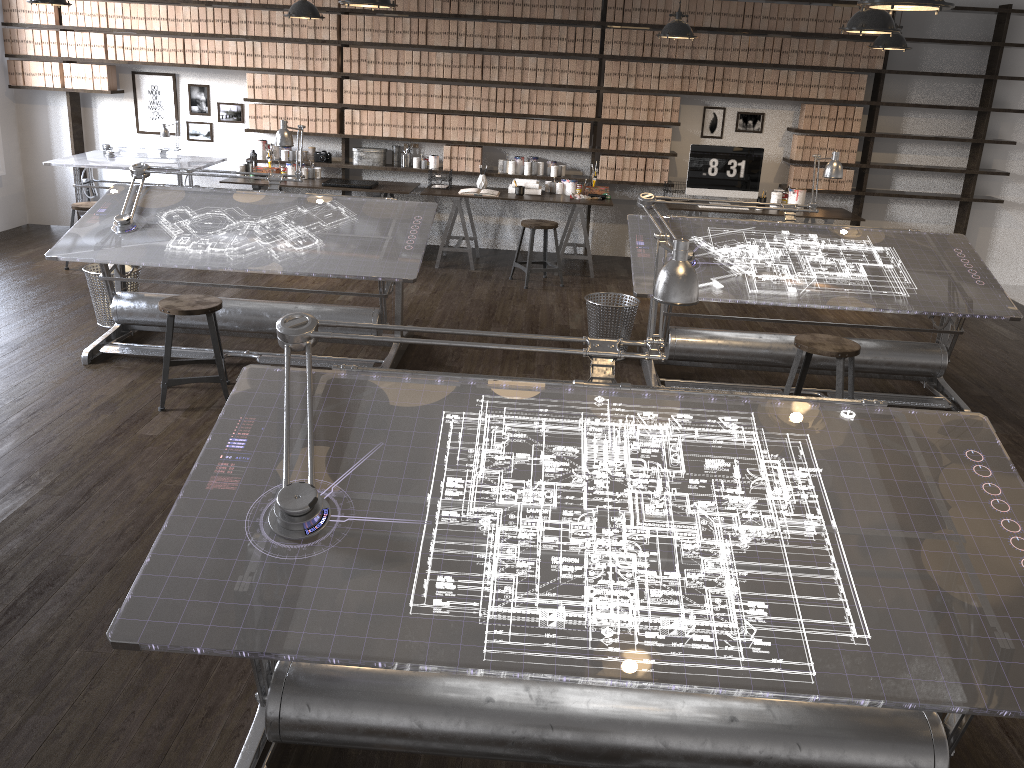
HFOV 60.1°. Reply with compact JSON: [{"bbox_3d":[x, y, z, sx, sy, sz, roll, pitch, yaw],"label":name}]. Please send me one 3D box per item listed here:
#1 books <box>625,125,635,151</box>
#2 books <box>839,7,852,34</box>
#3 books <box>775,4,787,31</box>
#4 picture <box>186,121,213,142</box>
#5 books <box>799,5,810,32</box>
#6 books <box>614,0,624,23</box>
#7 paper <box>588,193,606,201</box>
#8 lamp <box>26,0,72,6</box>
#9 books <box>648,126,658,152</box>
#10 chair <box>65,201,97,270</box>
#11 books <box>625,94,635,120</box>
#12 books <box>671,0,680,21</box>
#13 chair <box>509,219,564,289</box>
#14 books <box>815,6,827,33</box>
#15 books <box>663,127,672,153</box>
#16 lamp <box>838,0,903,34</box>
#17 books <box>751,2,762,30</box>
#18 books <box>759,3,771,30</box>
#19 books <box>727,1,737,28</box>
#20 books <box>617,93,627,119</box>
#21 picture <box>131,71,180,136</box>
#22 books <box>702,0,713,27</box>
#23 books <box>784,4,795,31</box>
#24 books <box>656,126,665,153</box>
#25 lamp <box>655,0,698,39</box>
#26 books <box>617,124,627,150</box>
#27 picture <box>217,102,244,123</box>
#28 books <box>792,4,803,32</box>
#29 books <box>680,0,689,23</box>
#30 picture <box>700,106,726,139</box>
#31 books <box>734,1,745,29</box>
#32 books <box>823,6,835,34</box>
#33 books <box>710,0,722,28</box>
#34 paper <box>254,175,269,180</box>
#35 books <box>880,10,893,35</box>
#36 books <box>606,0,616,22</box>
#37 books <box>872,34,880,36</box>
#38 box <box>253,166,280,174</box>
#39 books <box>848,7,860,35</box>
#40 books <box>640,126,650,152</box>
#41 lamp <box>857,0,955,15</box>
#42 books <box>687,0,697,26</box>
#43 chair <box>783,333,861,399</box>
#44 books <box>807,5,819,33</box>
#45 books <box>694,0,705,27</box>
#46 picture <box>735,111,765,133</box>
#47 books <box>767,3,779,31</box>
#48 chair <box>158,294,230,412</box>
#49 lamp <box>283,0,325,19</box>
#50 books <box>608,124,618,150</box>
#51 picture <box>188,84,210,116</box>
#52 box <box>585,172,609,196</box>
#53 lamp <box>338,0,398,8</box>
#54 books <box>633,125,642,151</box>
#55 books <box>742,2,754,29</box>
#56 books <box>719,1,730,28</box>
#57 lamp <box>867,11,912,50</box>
[{"bbox_3d":[1.075,-2.255,8.121,0.067,0.222,0.177,4,18,2],"label":"books"},{"bbox_3d":[2.892,-3.168,7.736,0.067,0.222,0.177,4,18,2],"label":"books"},{"bbox_3d":[2.342,-3.207,7.760,0.067,0.222,0.177,4,18,2],"label":"books"},{"bbox_3d":[-2.987,-2.415,8.473,0.251,0.181,0.023,4,17,2],"label":"picture"},{"bbox_3d":[2.538,-3.193,7.751,0.067,0.222,0.177,4,18,2],"label":"books"},{"bbox_3d":[0.943,-3.299,7.804,0.067,0.222,0.177,4,18,2],"label":"books"},{"bbox_3d":[0.745,-1.664,7.871,0.155,0.037,0.139,9,20,16],"label":"paper"},{"bbox_3d":[-3.444,-3.932,6.378,0.311,2.219,0.317,-3,18,-18],"label":"lamp"},{"bbox_3d":[1.284,-2.240,8.112,0.067,0.222,0.177,4,18,2],"label":"books"},{"bbox_3d":[-3.378,-1.195,7.191,0.372,0.520,0.363,6,18,10],"label":"chair"},{"bbox_3d":[1.065,-2.515,8.042,0.067,0.222,0.177,4,18,2],"label":"books"},{"bbox_3d":[1.427,-3.267,7.789,0.067,0.222,0.177,4,18,2],"label":"books"},{"bbox_3d":[0.217,-1.101,7.471,0.372,0.520,0.363,-5,20,-23],"label":"chair"},{"bbox_3d":[2.681,-3.184,7.748,0.067,0.222,0.177,4,18,2],"label":"books"},{"bbox_3d":[1.413,-2.233,8.110,0.067,0.222,0.177,4,18,2],"label":"books"},{"bbox_3d":[1.900,-2.868,4.229,0.312,2.219,0.316,12,19,25],"label":"lamp"},{"bbox_3d":[2.130,-3.221,7.768,0.067,0.222,0.177,4,18,2],"label":"books"},{"bbox_3d":[2.200,-3.215,7.761,0.067,0.222,0.177,4,18,2],"label":"books"},{"bbox_3d":[1.916,-3.235,7.773,0.067,0.222,0.177,4,18,2],"label":"books"},{"bbox_3d":[0.992,-2.519,8.043,0.067,0.222,0.177,4,18,2],"label":"books"},{"bbox_3d":[-3.381,-2.661,8.408,0.415,0.566,0.040,4,17,2],"label":"picture"},{"bbox_3d":[1.708,-3.248,7.779,0.067,0.222,0.177,4,18,2],"label":"books"},{"bbox_3d":[2.409,-3.201,7.752,0.067,0.222,0.177,4,18,2],"label":"books"},{"bbox_3d":[1.351,-2.238,8.114,0.067,0.222,0.177,4,18,2],"label":"books"},{"bbox_3d":[1.276,-3.619,6.220,0.312,2.219,0.316,12,19,25],"label":"lamp"},{"bbox_3d":[1.005,-2.261,8.128,0.067,0.222,0.177,4,18,2],"label":"books"},{"bbox_3d":[-2.669,-2.575,8.406,0.251,0.181,0.023,4,17,2],"label":"picture"},{"bbox_3d":[2.476,-3.198,7.755,0.067,0.222,0.177,4,18,2],"label":"books"},{"bbox_3d":[1.499,-3.262,7.785,0.067,0.222,0.177,4,18,2],"label":"books"},{"bbox_3d":[1.863,-2.422,8.206,0.201,0.280,0.022,4,17,1],"label":"picture"},{"bbox_3d":[1.981,-3.231,7.773,0.067,0.222,0.177,4,18,2],"label":"books"},{"bbox_3d":[2.751,-3.180,7.747,0.067,0.222,0.177,4,18,2],"label":"books"},{"bbox_3d":[1.780,-3.242,7.774,0.067,0.222,0.177,4,18,2],"label":"books"},{"bbox_3d":[-2.242,-1.863,7.974,0.155,0.037,0.139,-1,20,-12],"label":"paper"},{"bbox_3d":[3.241,-3.146,7.727,0.067,0.222,0.177,4,18,2],"label":"books"},{"bbox_3d":[0.869,-3.305,7.811,0.067,0.222,0.177,4,18,2],"label":"books"},{"bbox_3d":[3.172,-3.152,7.733,0.067,0.222,0.177,4,18,2],"label":"books"},{"bbox_3d":[-2.249,-1.941,8.114,0.212,0.082,0.140,4,19,2],"label":"box"},{"bbox_3d":[2.964,-3.163,7.733,0.067,0.222,0.177,4,18,2],"label":"books"},{"bbox_3d":[1.217,-2.247,8.120,0.067,0.222,0.177,4,18,2],"label":"books"},{"bbox_3d":[1.403,-2.338,2.704,0.312,2.232,0.316,12,19,25],"label":"lamp"},{"bbox_3d":[1.569,-3.258,7.786,0.067,0.222,0.177,4,18,2],"label":"books"},{"bbox_3d":[1.564,0.039,4.509,0.373,0.520,0.362,13,21,29],"label":"chair"},{"bbox_3d":[2.611,-3.188,7.747,0.067,0.222,0.177,4,18,2],"label":"books"},{"bbox_3d":[1.639,-3.254,7.786,0.067,0.222,0.177,4,18,2],"label":"books"},{"bbox_3d":[2.198,-2.418,8.187,0.251,0.181,0.023,4,17,2],"label":"picture"},{"bbox_3d":[2.271,-3.212,7.763,0.067,0.222,0.177,4,18,2],"label":"books"},{"bbox_3d":[-1.660,-0.173,4.612,0.358,0.520,0.377,-3,19,-19],"label":"chair"},{"bbox_3d":[-1.502,-3.804,6.316,0.311,2.219,0.317,-3,18,-18],"label":"lamp"},{"bbox_3d":[0.929,-2.264,8.125,0.067,0.222,0.177,4,18,2],"label":"books"},{"bbox_3d":[-2.961,-2.690,8.388,0.201,0.280,0.022,4,17,1],"label":"picture"},{"bbox_3d":[0.773,-1.798,7.992,0.212,0.204,0.139,4,18,2],"label":"box"},{"bbox_3d":[-0.698,-3.041,4.319,0.312,2.219,0.316,10,19,21],"label":"lamp"},{"bbox_3d":[1.146,-2.252,8.122,0.067,0.222,0.177,4,18,2],"label":"books"},{"bbox_3d":[2.055,-3.225,7.765,0.067,0.222,0.177,4,18,2],"label":"books"},{"bbox_3d":[1.852,-3.237,7.771,0.067,0.222,0.177,4,18,2],"label":"books"},{"bbox_3d":[2.826,-3.516,6.167,0.312,2.219,0.316,12,19,25],"label":"lamp"}]
